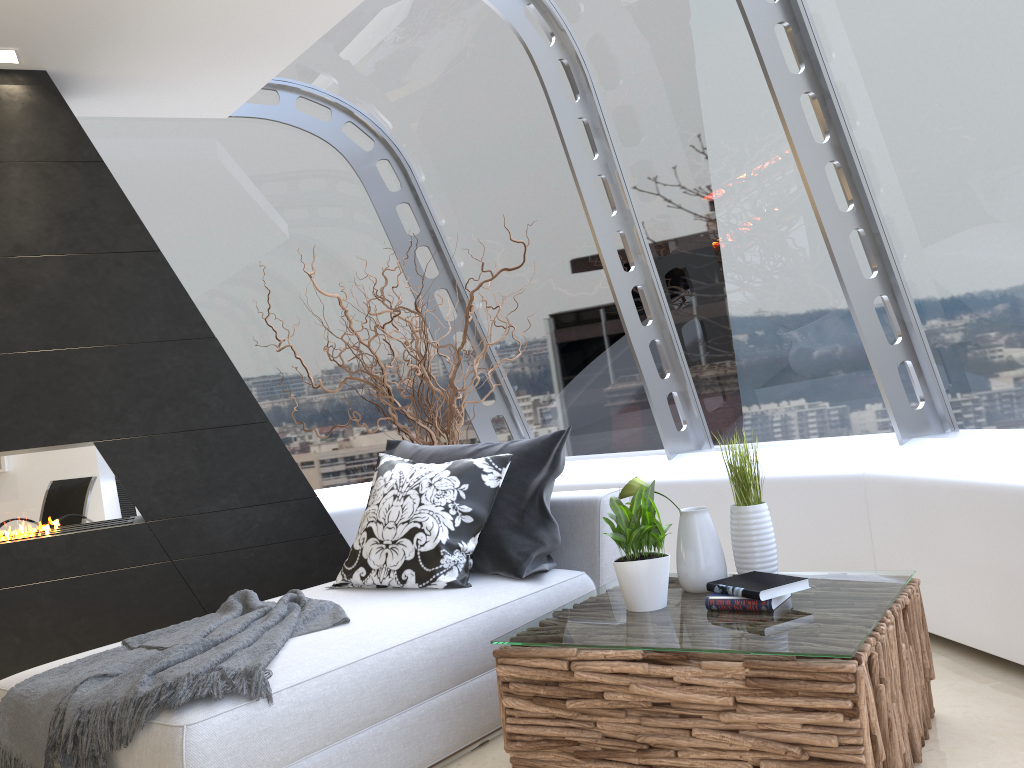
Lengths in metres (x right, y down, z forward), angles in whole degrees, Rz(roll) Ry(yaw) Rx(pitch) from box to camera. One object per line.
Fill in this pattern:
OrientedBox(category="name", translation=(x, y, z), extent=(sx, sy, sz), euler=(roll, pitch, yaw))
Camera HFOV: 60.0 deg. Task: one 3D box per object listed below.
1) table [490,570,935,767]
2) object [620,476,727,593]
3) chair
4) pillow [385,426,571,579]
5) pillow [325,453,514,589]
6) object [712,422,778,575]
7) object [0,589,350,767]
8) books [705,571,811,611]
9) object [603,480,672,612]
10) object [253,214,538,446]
OrientedBox(category="table", translation=(0.597, 0.848, 2.532), extent=(1.007, 0.436, 0.923), euler=(-9, -3, 33))
OrientedBox(category="object", translation=(0.510, 0.465, 2.797), extent=(0.297, 0.370, 0.152), euler=(-8, -3, 23))
OrientedBox(category="chair", translation=(-0.569, 0.883, 3.180), extent=(1.176, 0.690, 2.068), euler=(-9, -3, 38))
OrientedBox(category="pillow", translation=(-0.208, 0.493, 3.680), extent=(1.070, 0.597, 0.510), euler=(-9, -3, 38))
OrientedBox(category="pillow", translation=(-0.369, 0.521, 3.424), extent=(0.683, 0.528, 0.431), euler=(-9, -3, 32))
OrientedBox(category="object", translation=(0.730, 0.364, 2.744), extent=(0.153, 0.511, 0.150), euler=(-9, -3, 36))
OrientedBox(category="object", translation=(-0.841, 0.863, 2.579), extent=(0.825, 0.359, 1.024), euler=(-9, -3, 37))
OrientedBox(category="books", translation=(0.672, 0.587, 2.491), extent=(0.246, 0.063, 0.265), euler=(-6, -3, -35))
OrientedBox(category="object", translation=(0.375, 0.478, 2.627), extent=(0.215, 0.369, 0.284), euler=(-8, -2, 11))
OrientedBox(category="object", translation=(-0.563, 0.259, 4.883), extent=(1.508, 2.059, 1.370), euler=(-6, -2, -21))
